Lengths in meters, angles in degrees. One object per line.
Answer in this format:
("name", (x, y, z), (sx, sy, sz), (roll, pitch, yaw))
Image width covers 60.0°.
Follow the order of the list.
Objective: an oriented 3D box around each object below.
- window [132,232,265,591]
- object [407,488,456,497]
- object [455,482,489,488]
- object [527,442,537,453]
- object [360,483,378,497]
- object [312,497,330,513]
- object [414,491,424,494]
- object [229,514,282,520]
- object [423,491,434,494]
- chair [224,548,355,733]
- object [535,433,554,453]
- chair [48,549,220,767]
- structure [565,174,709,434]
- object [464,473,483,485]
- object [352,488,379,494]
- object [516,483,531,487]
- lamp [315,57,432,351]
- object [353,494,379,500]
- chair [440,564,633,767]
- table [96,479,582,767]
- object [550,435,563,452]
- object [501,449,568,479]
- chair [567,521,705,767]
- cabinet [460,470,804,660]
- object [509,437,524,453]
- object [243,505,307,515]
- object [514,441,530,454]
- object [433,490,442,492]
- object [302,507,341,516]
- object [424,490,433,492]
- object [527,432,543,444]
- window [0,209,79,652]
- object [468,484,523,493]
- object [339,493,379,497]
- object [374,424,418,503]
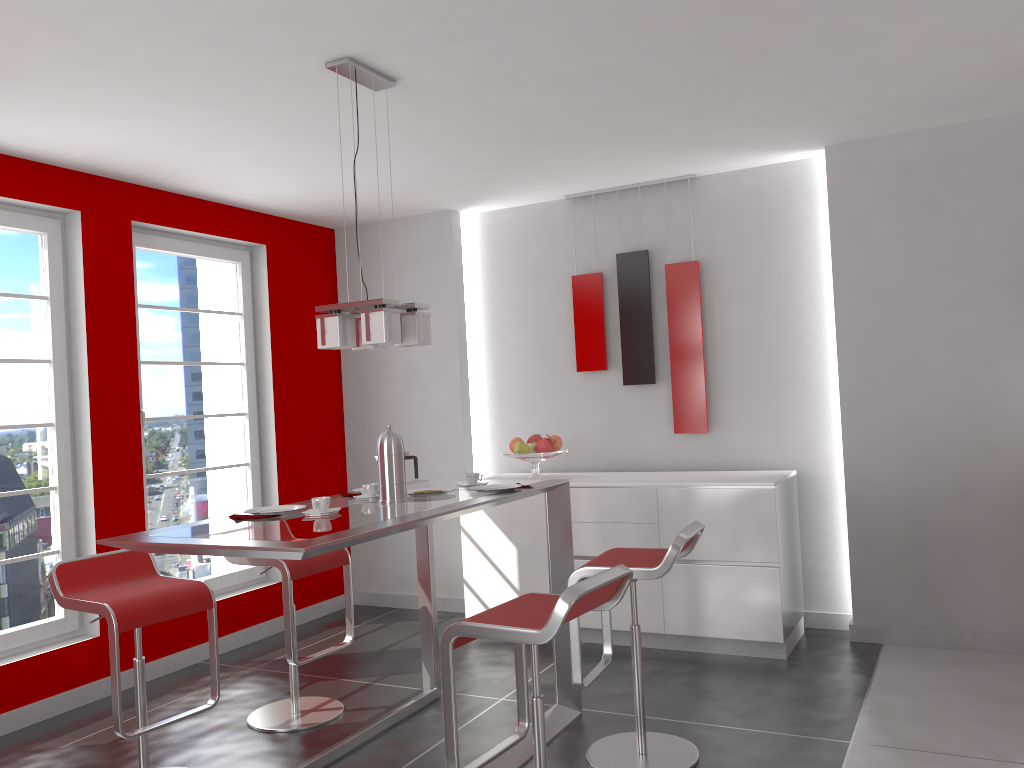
("window", (-1.817, 0.190, 5.143), (0.117, 2.038, 0.938), (-4, -1, 27))
("object", (-0.328, 0.426, 3.475), (0.217, 0.015, 0.217), (-3, -1, -25))
("object", (-0.166, 0.421, 3.697), (0.119, 0.016, 0.119), (-2, -1, -43))
("object", (0.121, 0.390, 5.303), (0.086, 0.079, 0.084), (-2, -1, -34))
("object", (-0.553, 0.414, 3.433), (0.078, 0.049, 0.062), (-3, -1, -23))
("object", (-0.654, 0.412, 3.010), (0.078, 0.049, 0.062), (-2, -1, -40))
("object", (-0.362, 0.423, 3.461), (0.036, 0.006, 0.034), (-4, -1, 39))
("object", (-0.899, 0.450, 3.000), (0.234, 0.012, 0.095), (-4, -1, 26))
("object", (-0.325, 0.420, 3.442), (0.036, 0.006, 0.034), (-2, -1, -39))
("chair", (-1.005, 1.050, 3.975), (0.460, 0.857, 0.418), (-4, -1, 30))
("object", (0.186, 0.352, 5.205), (0.117, 0.133, 0.097), (-3, -1, 17))
("chair", (-1.369, 1.057, 3.232), (0.460, 0.857, 0.418), (-4, -1, 35))
("structure", (0.741, -0.446, 5.329), (0.820, 1.503, 0.040), (-4, -1, 27))
("object", (-0.164, 0.397, 3.705), (0.062, 0.049, 0.078), (-4, -1, 27))
("object", (-0.554, 0.441, 3.671), (0.217, 0.015, 0.217), (-3, -1, 3))
("object", (0.003, 0.412, 3.605), (0.234, 0.012, 0.095), (-4, -1, 28))
("lamp", (-0.531, -0.649, 3.292), (0.304, 1.025, 0.304), (-4, -1, 27))
("object", (-0.545, 0.437, 3.436), (0.119, 0.016, 0.119), (-4, -1, 25))
("chair", (0.094, 0.968, 2.571), (0.460, 0.857, 0.418), (-4, -1, 32))
("table", (-0.473, 0.937, 3.218), (0.800, 1.000, 1.700), (-4, -1, 27))
("object", (0.256, 0.356, 5.316), (0.097, 0.101, 0.121), (-3, -1, 6))
("object", (0.139, 0.479, 5.277), (0.398, 0.159, 0.398), (-3, -1, -13))
("chair", (0.483, 0.959, 3.310), (0.460, 0.857, 0.418), (-3, -1, 23))
("cabinet", (0.650, 0.967, 5.023), (1.802, 0.880, 0.610), (-4, -1, 27))
("object", (0.039, 0.373, 5.334), (0.096, 0.105, 0.117), (-2, -1, -34))
("object", (-0.832, 0.447, 3.121), (0.217, 0.015, 0.217), (-2, -1, -39))
("object", (0.061, 0.377, 5.188), (0.100, 0.086, 0.083), (-3, -1, -13))
("object", (-0.293, 0.419, 3.470), (0.036, 0.006, 0.034), (-3, -1, 16))
("object", (-0.647, 0.436, 3.015), (0.119, 0.016, 0.119), (-3, -1, 8))
("object", (-0.331, 0.422, 3.489), (0.036, 0.006, 0.034), (-3, -1, -26))
("object", (0.148, 0.355, 5.386), (0.117, 0.129, 0.150), (-3, -1, -15))
("window", (-2.416, 0.202, 3.990), (0.117, 2.038, 0.938), (-4, -1, 27))
("object", (-0.066, 0.412, 3.485), (0.217, 0.015, 0.217), (-3, -1, -26))
("object", (-0.620, 0.444, 3.549), (0.234, 0.012, 0.095), (-4, -1, 26))
("object", (-0.438, 0.292, 3.306), (0.113, 0.287, 0.149), (-4, -1, 35))
